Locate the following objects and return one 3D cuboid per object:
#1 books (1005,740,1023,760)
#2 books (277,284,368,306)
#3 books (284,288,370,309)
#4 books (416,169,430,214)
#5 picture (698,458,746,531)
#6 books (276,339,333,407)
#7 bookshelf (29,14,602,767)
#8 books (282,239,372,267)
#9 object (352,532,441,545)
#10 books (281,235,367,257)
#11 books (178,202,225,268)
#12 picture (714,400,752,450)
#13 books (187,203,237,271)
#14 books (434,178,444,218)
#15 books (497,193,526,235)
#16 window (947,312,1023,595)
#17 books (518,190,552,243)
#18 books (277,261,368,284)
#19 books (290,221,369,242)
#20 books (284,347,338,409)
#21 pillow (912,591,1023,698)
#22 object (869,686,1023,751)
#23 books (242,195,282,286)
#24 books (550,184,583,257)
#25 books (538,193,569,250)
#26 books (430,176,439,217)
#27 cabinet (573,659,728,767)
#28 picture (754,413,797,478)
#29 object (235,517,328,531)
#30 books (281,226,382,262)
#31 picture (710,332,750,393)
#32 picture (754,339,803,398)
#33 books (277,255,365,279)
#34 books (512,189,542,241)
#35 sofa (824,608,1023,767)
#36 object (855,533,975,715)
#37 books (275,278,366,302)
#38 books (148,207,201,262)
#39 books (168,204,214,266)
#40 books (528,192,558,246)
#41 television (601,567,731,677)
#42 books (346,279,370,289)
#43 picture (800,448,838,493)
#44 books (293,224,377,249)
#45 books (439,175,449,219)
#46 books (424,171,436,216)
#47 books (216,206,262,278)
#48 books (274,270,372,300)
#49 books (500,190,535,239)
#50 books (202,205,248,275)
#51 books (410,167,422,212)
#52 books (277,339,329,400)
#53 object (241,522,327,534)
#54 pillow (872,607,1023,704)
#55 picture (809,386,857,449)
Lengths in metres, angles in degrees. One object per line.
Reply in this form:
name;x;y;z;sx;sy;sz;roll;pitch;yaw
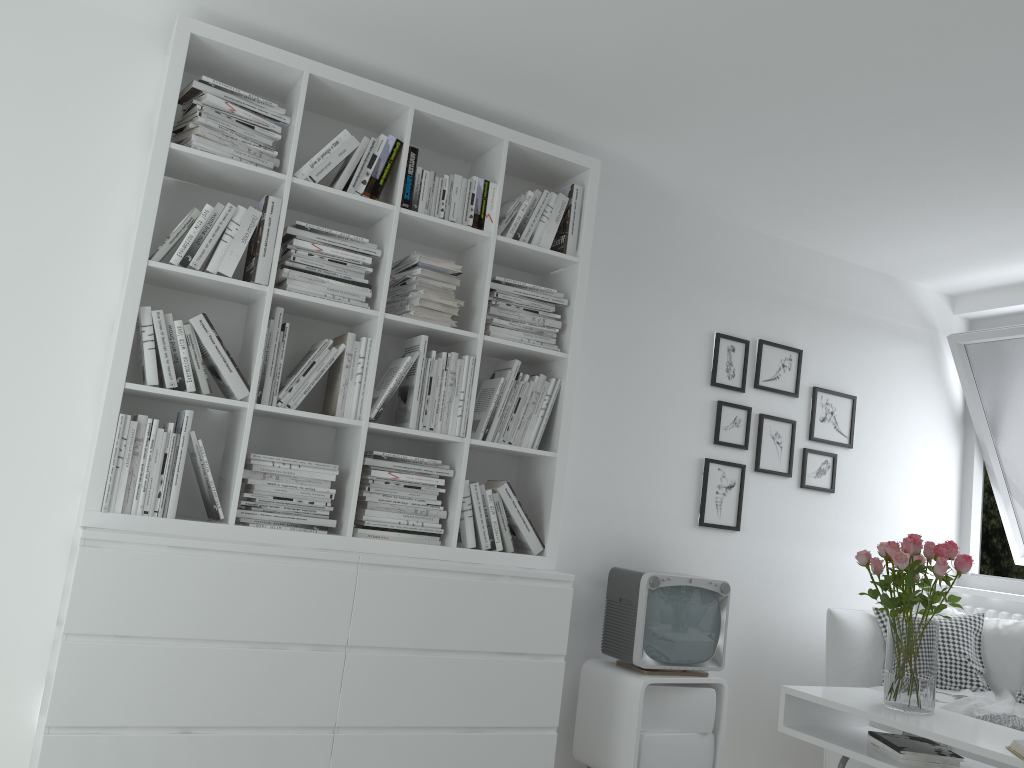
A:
books;1.580;1.036;2.439;0.342;0.040;0.231;5;-9;15
books;-0.664;-0.290;3.055;0.288;0.016;0.182;12;-10;-32
books;-0.654;-0.275;3.041;0.288;0.016;0.182;11;-9;-27
books;-0.338;-0.674;3.179;0.032;0.162;0.106;11;-9;-27
picture;0.957;0.504;4.030;0.232;0.306;0.019;11;-9;-27
books;-0.719;-0.032;3.000;0.153;0.253;0.159;11;-9;-27
bookshelf;-0.531;0.174;3.027;1.595;2.416;0.440;11;-9;-27
books;-0.643;-0.441;3.068;0.273;0.021;0.174;11;-9;-27
object;-0.440;0.539;3.135;0.314;0.014;0.232;11;-9;-27
books;-0.652;-0.459;3.071;0.254;0.013;0.161;12;-10;-32
books;-1.002;-0.460;2.834;0.104;0.232;0.152;11;-9;-27
picture;1.020;0.192;4.090;0.196;0.202;0.018;11;-9;-27
books;-0.972;-0.457;2.847;0.112;0.235;0.172;11;-9;-27
books;-0.284;-0.658;3.211;0.019;0.153;0.110;11;-9;-27
books;-0.048;-0.619;3.381;0.127;0.210;0.161;11;-9;-27
window;3.391;0.956;7.238;4.514;8.137;12.055;11;-9;-27
books;0.052;-0.626;3.434;0.112;0.235;0.172;11;-9;-27
books;-0.664;-0.369;3.075;0.288;0.016;0.182;11;-9;-27
books;-0.643;-0.510;3.074;0.254;0.012;0.161;11;-9;-27
books;-0.702;-0.013;3.010;0.146;0.236;0.167;11;-9;-27
pillow;2.112;1.224;3.995;0.617;0.491;0.321;1;-10;36
object;1.921;1.388;3.603;0.831;0.291;0.670;11;-9;-28
books;-0.826;-0.456;2.919;0.053;0.290;0.176;11;-9;-27
books;0.198;-0.625;3.506;0.053;0.290;0.176;11;-9;-27
books;0.123;-0.615;3.475;0.105;0.242;0.174;11;-9;-27
books;-0.301;-0.661;3.204;0.018;0.153;0.110;11;-9;-27
cabinet;0.540;1.361;3.481;0.467;0.477;0.350;12;-10;-33
picture;1.250;0.293;4.204;0.225;0.274;0.018;11;-9;-27
object;-0.767;0.458;2.924;0.285;0.012;0.159;11;-9;-27
books;-0.639;-0.475;3.080;0.331;0.025;0.176;11;-9;-27
picture;1.012;-0.097;4.109;0.196;0.248;0.018;11;-9;-27
picture;1.277;-0.072;4.246;0.275;0.236;0.021;11;-9;-27
books;-0.664;-0.388;3.061;0.263;0.017;0.167;12;-10;-32
books;0.022;-0.630;3.421;0.104;0.232;0.152;11;-9;-27
sofa;2.343;1.371;3.037;0.917;0.768;2.647;11;-9;-27
object;1.375;0.818;3.066;0.327;0.599;0.350;8;-8;-7
books;-0.661;-0.309;3.053;0.273;0.021;0.174;11;-9;-27
books;-1.072;-0.449;2.794;0.127;0.210;0.161;11;-9;-27
books;-1.030;-0.458;2.823;0.101;0.218;0.161;11;-9;-27
books;0.085;-0.620;3.463;0.093;0.239;0.172;11;-9;-27
television;0.613;0.942;3.513;0.414;0.374;0.273;11;-9;-27
books;-0.657;-0.352;3.077;0.288;0.016;0.182;10;-9;-22
picture;1.498;0.424;4.325;0.218;0.194;0.017;11;-9;-27
books;-0.629;-0.495;3.075;0.285;0.012;0.159;11;-9;-27
books;-0.270;-0.664;3.226;0.018;0.171;0.109;11;-9;-27
books;-0.318;-0.671;3.197;0.020;0.167;0.120;11;-9;-27
books;-0.901;-0.445;2.888;0.105;0.242;0.174;11;-9;-27
books;-0.656;-0.331;3.059;0.296;0.028;0.180;12;-10;-32
books;-0.006;-0.628;3.410;0.101;0.218;0.161;11;-9;-27
books;-0.939;-0.451;2.876;0.093;0.239;0.172;11;-9;-27
books;-0.359;-0.681;3.169;0.017;0.167;0.107;11;-9;-27
books;-0.721;-0.045;2.991;0.138;0.226;0.161;11;-9;-27
object;-0.757;0.474;2.933;0.254;0.012;0.161;11;-9;-27
pillow;2.410;1.120;3.092;0.676;0.513;2.488;11;-9;-25
picture;1.592;0.169;4.394;0.290;0.266;0.019;11;-9;-27
